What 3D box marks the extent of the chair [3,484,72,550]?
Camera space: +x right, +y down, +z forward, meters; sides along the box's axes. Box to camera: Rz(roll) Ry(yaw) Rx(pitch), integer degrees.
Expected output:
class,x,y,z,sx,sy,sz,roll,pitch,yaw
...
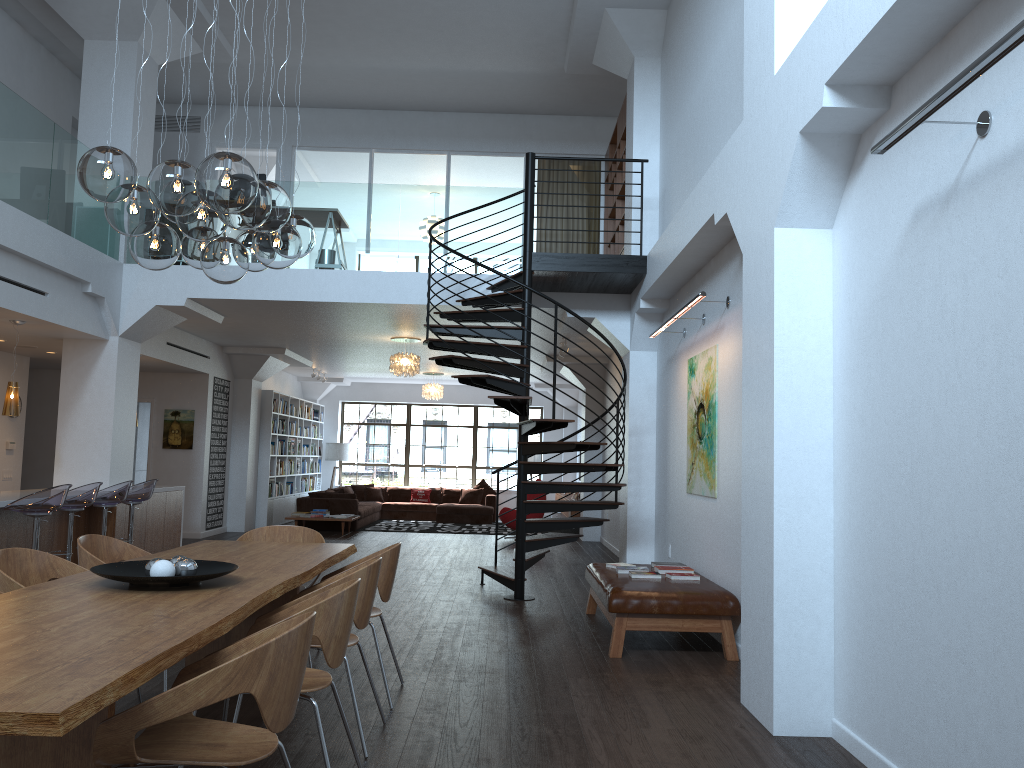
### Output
class,x,y,z,sx,sy,sz,roll,pitch,yaw
chair,-3.906,1.322,7.260,0.481,1.014,0.530,1,-5,2

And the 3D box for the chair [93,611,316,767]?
class,x,y,z,sx,sy,sz,roll,pitch,yaw
chair,-0.897,1.101,2.619,0.618,0.833,0.629,2,-5,0

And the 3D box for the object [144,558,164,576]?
class,x,y,z,sx,sy,sz,roll,pitch,yaw
object,-1.515,0.793,3.785,0.100,0.100,0.100,-3,-7,44

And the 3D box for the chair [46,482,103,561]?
class,x,y,z,sx,sy,sz,roll,pitch,yaw
chair,-3.940,1.375,7.890,0.481,1.014,0.530,2,-5,-3

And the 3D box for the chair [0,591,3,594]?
class,x,y,z,sx,sy,sz,roll,pitch,yaw
chair,-2.107,1.133,3.381,0.618,0.833,0.629,2,-5,0

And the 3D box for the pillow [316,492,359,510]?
class,x,y,z,sx,sy,sz,roll,pitch,yaw
pillow,-3.107,2.101,15.754,0.750,0.364,0.289,2,-5,-1

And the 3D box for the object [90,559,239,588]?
class,x,y,z,sx,sy,sz,roll,pitch,yaw
object,-1.479,0.817,3.790,0.592,0.066,0.592,6,-7,-42

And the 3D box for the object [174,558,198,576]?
class,x,y,z,sx,sy,sz,roll,pitch,yaw
object,-1.391,0.790,3.776,0.100,0.100,0.100,-3,-7,44

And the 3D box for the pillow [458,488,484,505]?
class,x,y,z,sx,sy,sz,roll,pitch,yaw
pillow,-0.881,2.401,19.002,0.542,0.362,0.248,0,-5,20

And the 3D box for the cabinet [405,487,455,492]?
class,x,y,z,sx,sy,sz,roll,pitch,yaw
cabinet,-1.673,2.666,19.990,1.520,0.625,0.350,2,-5,0

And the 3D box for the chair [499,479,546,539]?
class,x,y,z,sx,sy,sz,roll,pitch,yaw
chair,0.188,2.100,15.007,0.801,1.006,0.798,-1,-5,25

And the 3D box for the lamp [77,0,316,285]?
class,x,y,z,sx,sy,sz,roll,pitch,yaw
lamp,-1.420,-1.589,4.309,0.849,2.140,1.787,2,-5,-2

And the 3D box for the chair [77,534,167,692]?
class,x,y,z,sx,sy,sz,roll,pitch,yaw
chair,-2.106,1.264,4.920,0.618,0.833,0.629,2,-5,-2

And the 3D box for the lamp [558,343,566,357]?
class,x,y,z,sx,sy,sz,roll,pitch,yaw
lamp,0.725,-0.485,12.667,0.120,0.211,0.111,6,-6,-41

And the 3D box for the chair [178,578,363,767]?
class,x,y,z,sx,sy,sz,roll,pitch,yaw
chair,-0.892,1.167,3.397,0.618,0.833,0.629,2,-5,0

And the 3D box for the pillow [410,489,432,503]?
class,x,y,z,sx,sy,sz,roll,pitch,yaw
pillow,-1.965,2.416,19.109,0.465,0.308,0.220,2,-5,-4

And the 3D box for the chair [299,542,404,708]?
class,x,y,z,sx,sy,sz,roll,pitch,yaw
chair,-0.922,1.295,4.923,0.617,0.830,0.629,2,-5,0

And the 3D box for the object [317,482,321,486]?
class,x,y,z,sx,sy,sz,roll,pitch,yaw
object,-4.426,2.205,19.621,0.331,0.088,0.410,2,-5,0

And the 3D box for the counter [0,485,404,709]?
class,x,y,z,sx,sy,sz,roll,pitch,yaw
counter,-3.749,1.433,7.576,3.039,0.860,8.182,4,-6,-30

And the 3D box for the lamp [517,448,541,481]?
class,x,y,z,sx,sy,sz,roll,pitch,yaw
lamp,0.365,2.232,19.878,0.545,1.579,0.545,1,-5,10

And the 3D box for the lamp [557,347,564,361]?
class,x,y,z,sx,sy,sz,roll,pitch,yaw
lamp,0.720,-0.442,13.171,0.111,0.211,0.120,-2,-6,34

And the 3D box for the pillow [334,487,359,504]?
class,x,y,z,sx,sy,sz,roll,pitch,yaw
pillow,-3.270,2.221,17.443,0.325,0.391,0.625,0,-5,16

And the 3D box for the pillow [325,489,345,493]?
class,x,y,z,sx,sy,sz,roll,pitch,yaw
pillow,-3.147,2.081,16.022,0.269,0.411,0.559,6,-7,-44

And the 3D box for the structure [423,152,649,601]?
class,x,y,z,sx,sy,sz,roll,pitch,yaw
structure,0.127,-0.124,8.641,1.998,4.352,1.998,6,-6,-40

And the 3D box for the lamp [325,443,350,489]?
class,x,y,z,sx,sy,sz,roll,pitch,yaw
lamp,-3.947,2.121,19.946,0.545,1.579,0.545,3,-5,-11

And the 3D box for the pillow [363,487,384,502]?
class,x,y,z,sx,sy,sz,roll,pitch,yaw
pillow,-2.973,2.360,18.961,0.489,0.337,0.238,4,-6,-31

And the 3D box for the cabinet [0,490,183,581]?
class,x,y,z,sx,sy,sz,roll,pitch,yaw
cabinet,-4.681,1.568,9.185,0.898,0.796,4.493,2,-5,0

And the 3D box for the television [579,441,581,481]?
class,x,y,z,sx,sy,sz,roll,pitch,yaw
television,1.406,1.528,17.651,0.013,0.816,1.324,2,-5,-1

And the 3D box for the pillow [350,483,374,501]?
class,x,y,z,sx,sy,sz,roll,pitch,yaw
pillow,-3.165,2.345,19.058,0.580,0.418,0.334,4,-5,-27

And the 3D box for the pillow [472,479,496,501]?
class,x,y,z,sx,sy,sz,roll,pitch,yaw
pillow,-0.675,2.339,19.175,0.651,0.587,0.335,3,-5,-21

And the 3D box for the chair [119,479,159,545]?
class,x,y,z,sx,sy,sz,roll,pitch,yaw
chair,-3.937,1.482,9.153,0.481,1.014,0.530,1,-5,2

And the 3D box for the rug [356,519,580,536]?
class,x,y,z,sx,sy,sz,roll,pitch,yaw
rug,-0.704,2.745,16.971,4.200,0.007,3.100,1,-5,1

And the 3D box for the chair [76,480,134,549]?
class,x,y,z,sx,sy,sz,roll,pitch,yaw
chair,-3.930,1.429,8.524,0.481,1.014,0.530,2,-5,-3

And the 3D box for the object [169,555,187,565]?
class,x,y,z,sx,sy,sz,roll,pitch,yaw
object,-1.449,0.796,3.860,0.100,0.100,0.100,-3,-7,44

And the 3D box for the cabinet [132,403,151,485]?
class,x,y,z,sx,sy,sz,roll,pitch,yaw
cabinet,-6.830,0.910,14.956,0.527,2.991,2.630,2,-5,0

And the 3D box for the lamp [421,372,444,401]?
class,x,y,z,sx,sy,sz,roll,pitch,yaw
lamp,-1.581,0.056,17.723,0.441,0.539,0.442,-3,-7,42

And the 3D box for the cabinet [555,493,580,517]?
class,x,y,z,sx,sy,sz,roll,pitch,yaw
cabinet,1.223,2.404,17.640,0.459,0.350,4.501,2,-5,0

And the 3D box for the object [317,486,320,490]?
class,x,y,z,sx,sy,sz,roll,pitch,yaw
object,-4.429,2.293,19.613,0.331,0.088,0.410,2,-5,0

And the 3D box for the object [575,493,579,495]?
class,x,y,z,sx,sy,sz,roll,pitch,yaw
object,1.337,2.237,18.357,0.089,0.110,0.089,-3,-7,44

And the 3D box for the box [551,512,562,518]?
class,x,y,z,sx,sy,sz,roll,pitch,yaw
box,1.004,2.968,19.982,0.228,0.165,0.368,2,-5,0

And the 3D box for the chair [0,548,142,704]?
class,x,y,z,sx,sy,sz,roll,pitch,yaw
chair,-2.115,1.198,4.142,0.618,0.833,0.629,2,-5,0

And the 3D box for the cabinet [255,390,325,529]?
class,x,y,z,sx,sy,sz,roll,pitch,yaw
cabinet,-4.465,1.493,17.656,0.461,2.414,4.500,2,-5,0

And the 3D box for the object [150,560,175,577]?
class,x,y,z,sx,sy,sz,roll,pitch,yaw
object,-1.457,0.784,3.700,0.100,0.100,0.100,-3,-7,44

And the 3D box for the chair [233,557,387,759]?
class,x,y,z,sx,sy,sz,roll,pitch,yaw
chair,-0.920,1.231,4.158,0.618,0.833,0.629,1,-5,1

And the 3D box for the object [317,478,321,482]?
class,x,y,z,sx,sy,sz,roll,pitch,yaw
object,-4.432,2.117,19.628,0.316,0.088,0.410,2,-5,0

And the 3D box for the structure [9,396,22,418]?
class,x,y,z,sx,sy,sz,roll,pitch,yaw
structure,-6.420,0.284,11.437,0.040,0.300,0.300,2,-5,0

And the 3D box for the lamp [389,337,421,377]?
class,x,y,z,sx,sy,sz,roll,pitch,yaw
lamp,-1.527,-0.372,12.680,0.441,0.539,0.442,-3,-7,42

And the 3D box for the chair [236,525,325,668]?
class,x,y,z,sx,sy,sz,roll,pitch,yaw
chair,-1.510,1.345,5.673,0.629,0.833,0.618,2,-5,-5

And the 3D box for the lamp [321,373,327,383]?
class,x,y,z,sx,sy,sz,roll,pitch,yaw
lamp,-3.875,-0.128,18.310,0.120,0.211,0.111,4,-5,-26
